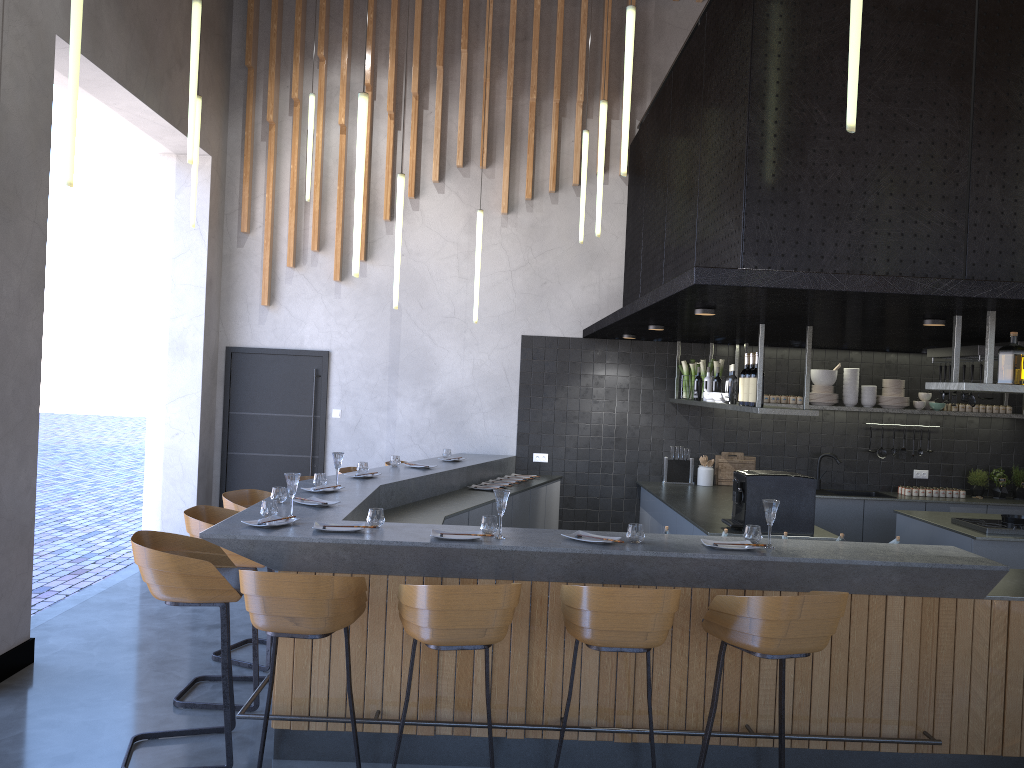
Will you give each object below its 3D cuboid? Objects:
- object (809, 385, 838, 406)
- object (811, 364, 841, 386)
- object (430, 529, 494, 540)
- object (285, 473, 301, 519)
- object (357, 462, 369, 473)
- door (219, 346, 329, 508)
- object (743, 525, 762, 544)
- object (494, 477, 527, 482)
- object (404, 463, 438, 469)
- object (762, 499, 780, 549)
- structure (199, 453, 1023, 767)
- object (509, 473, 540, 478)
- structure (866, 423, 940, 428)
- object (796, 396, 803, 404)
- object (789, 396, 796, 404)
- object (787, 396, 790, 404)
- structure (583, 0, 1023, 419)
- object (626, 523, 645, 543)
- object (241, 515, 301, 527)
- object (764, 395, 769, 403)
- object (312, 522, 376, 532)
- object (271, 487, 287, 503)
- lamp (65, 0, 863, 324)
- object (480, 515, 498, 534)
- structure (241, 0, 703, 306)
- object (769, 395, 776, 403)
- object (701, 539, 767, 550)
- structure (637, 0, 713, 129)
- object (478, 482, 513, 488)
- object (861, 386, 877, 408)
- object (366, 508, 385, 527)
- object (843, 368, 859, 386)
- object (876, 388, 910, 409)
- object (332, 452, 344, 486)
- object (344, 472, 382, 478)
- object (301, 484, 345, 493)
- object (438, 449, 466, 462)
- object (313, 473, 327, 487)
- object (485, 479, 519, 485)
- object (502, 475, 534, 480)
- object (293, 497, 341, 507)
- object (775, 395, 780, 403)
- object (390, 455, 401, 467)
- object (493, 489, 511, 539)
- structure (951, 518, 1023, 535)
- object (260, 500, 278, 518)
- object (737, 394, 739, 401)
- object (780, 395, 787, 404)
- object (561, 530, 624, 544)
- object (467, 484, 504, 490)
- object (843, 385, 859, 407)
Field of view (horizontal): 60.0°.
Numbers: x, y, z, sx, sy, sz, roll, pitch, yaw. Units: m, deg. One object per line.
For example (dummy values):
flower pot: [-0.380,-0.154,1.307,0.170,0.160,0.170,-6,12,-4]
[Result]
object: [3.029,0.111,8.661,0.304,0.195,0.300,3,0,10]
object: [3.050,-0.082,8.673,0.249,0.243,0.248,3,0,0]
object: [-0.232,0.708,4.139,0.294,0.025,0.170,3,0,-3]
object: [-1.111,0.565,4.476,0.082,0.227,0.082,2,0,-29]
object: [-1.115,0.627,6.624,0.086,0.086,0.086,2,0,-41]
door: [-2.364,0.678,8.796,1.012,2.056,0.137,3,0,-1]
object: [1.181,0.739,4.351,0.086,0.086,0.086,3,0,-1]
object: [-0.009,0.881,8.092,0.294,0.025,0.170,3,0,15]
object: [-0.772,0.671,7.280,0.294,0.025,0.170,3,0,37]
object: [1.238,0.671,4.256,0.082,0.227,0.082,3,0,33]
structure: [3.001,1.256,6.506,8.945,1.400,4.889,3,0,-1]
object: [0.126,0.885,8.491,0.294,0.025,0.170,3,0,15]
structure: [3.900,0.414,8.856,0.743,0.018,0.074,3,0,-1]
object: [2.786,0.157,8.597,0.062,0.078,0.062,3,0,-6]
object: [2.720,0.154,8.596,0.062,0.078,0.062,3,0,-6]
object: [2.719,0.154,8.664,0.062,0.078,0.062,3,0,-6]
structure: [5.071,-0.844,6.441,8.600,2.382,4.958,3,0,-1]
object: [0.589,0.713,4.228,0.086,0.086,0.086,2,0,-26]
object: [-1.149,0.666,4.297,0.170,0.025,0.294,3,0,24]
object: [2.456,0.142,8.591,0.062,0.078,0.062,3,0,-6]
object: [-0.794,0.682,4.213,0.294,0.025,0.170,3,0,-8]
object: [-1.312,0.625,4.989,0.086,0.086,0.086,2,0,-25]
lamp: [2.266,-5.174,4.232,8.975,10.231,8.774,3,0,-3]
object: [-0.110,0.682,4.286,0.086,0.086,0.086,3,0,-1]
structure: [2.626,-1.006,3.810,10.399,5.894,10.127,3,0,-1]
object: [2.523,0.145,8.592,0.062,0.078,0.062,3,0,-6]
object: [1.059,0.766,4.204,0.294,0.025,0.170,3,0,-3]
structure: [3.028,-0.215,3.717,11.718,4.117,9.054,3,0,-1]
object: [-0.137,0.877,7.659,0.294,0.025,0.170,3,0,15]
object: [3.482,0.122,8.660,0.143,0.214,0.149,3,0,28]
object: [-0.668,0.656,4.354,0.086,0.086,0.086,3,0,20]
object: [3.310,-0.051,8.656,0.143,0.214,0.149,3,0,28]
object: [3.724,0.142,8.674,0.304,0.195,0.300,3,0,10]
object: [-1.135,0.559,5.767,0.082,0.227,0.082,2,0,-29]
object: [-1.065,0.661,6.443,0.170,0.025,0.294,3,0,25]
object: [-1.173,0.660,5.588,0.170,0.025,0.294,3,0,24]
object: [-0.566,0.647,8.040,0.269,0.086,0.319,3,0,24]
object: [-1.247,0.625,5.763,0.086,0.086,0.086,3,0,26]
object: [-0.078,0.878,7.875,0.294,0.025,0.170,3,0,15]
object: [0.059,0.883,8.291,0.294,0.025,0.170,3,0,15]
object: [-1.126,0.664,5.002,0.294,0.025,0.170,3,0,37]
object: [2.588,0.148,8.662,0.062,0.078,0.062,3,0,-6]
object: [-0.958,0.632,7.267,0.086,0.086,0.086,2,0,-29]
object: [-0.053,0.614,4.191,0.082,0.227,0.082,3,0,33]
structure: [3.710,1.056,6.633,0.599,0.060,0.510,3,0,-1]
object: [-1.223,0.631,4.472,0.086,0.086,0.086,3,0,26]
object: [2.252,0.132,8.727,0.062,0.078,0.062,3,0,4]
object: [2.653,0.151,8.663,0.062,0.078,0.062,3,0,-6]
object: [0.400,0.736,4.213,0.294,0.025,0.170,3,0,36]
object: [-0.213,0.874,7.443,0.294,0.025,0.170,3,0,15]
object: [3.303,0.114,8.657,0.143,0.214,0.149,3,0,28]
